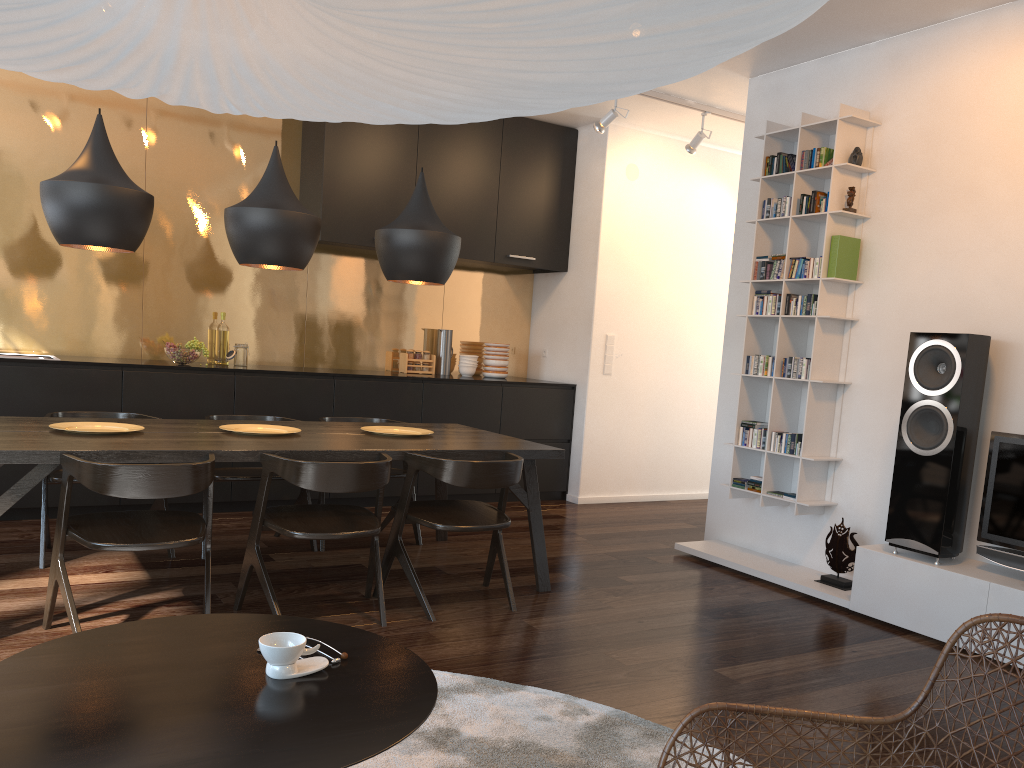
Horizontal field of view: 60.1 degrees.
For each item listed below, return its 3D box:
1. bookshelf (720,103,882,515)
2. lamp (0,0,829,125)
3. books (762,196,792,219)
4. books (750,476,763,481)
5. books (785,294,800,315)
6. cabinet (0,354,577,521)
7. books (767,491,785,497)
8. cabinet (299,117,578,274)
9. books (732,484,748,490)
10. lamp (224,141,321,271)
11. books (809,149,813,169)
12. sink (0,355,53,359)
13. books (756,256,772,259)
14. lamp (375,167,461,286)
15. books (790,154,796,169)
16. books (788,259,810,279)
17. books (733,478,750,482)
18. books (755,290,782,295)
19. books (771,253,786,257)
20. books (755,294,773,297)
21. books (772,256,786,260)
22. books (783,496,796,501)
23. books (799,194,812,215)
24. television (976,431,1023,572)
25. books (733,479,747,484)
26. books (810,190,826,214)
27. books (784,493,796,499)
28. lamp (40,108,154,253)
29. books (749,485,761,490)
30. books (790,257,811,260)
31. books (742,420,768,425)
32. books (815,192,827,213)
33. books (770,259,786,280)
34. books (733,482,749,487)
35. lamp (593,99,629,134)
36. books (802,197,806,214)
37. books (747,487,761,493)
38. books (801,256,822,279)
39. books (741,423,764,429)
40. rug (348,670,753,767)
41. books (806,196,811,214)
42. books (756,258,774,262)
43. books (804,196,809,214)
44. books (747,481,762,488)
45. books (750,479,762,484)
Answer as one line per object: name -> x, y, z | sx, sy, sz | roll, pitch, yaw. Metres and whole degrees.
bookshelf -> 1.520, -0.364, 4.750 | 0.227, 2.091, 0.634 | 0, 8, -31
lamp -> -0.317, -0.467, 0.894 | 1.468, 0.211, 1.462 | 4, 3, 5
books -> 1.464, -0.943, 4.759 | 0.109, 0.113, 0.220 | 1, 4, -32
books -> 1.371, 0.521, 4.865 | 0.070, 0.014, 0.091 | 2, 3, -32
books -> 1.488, -0.418, 4.698 | 0.074, 0.116, 0.028 | 1, 7, -31
cabinet -> -1.887, 0.331, 5.692 | 5.066, 0.907, 0.727 | 2, 5, -31
books -> 1.455, 0.597, 4.791 | 0.093, 0.012, 0.111 | 2, 3, -32
cabinet -> -0.489, -1.434, 6.368 | 1.956, 1.058, 0.527 | 2, 6, -31
books -> 1.300, 0.577, 4.976 | 0.074, 0.015, 0.098 | 2, 3, -32
lamp -> -1.040, -0.784, 3.863 | 0.409, 0.545, 0.410 | 8, 6, 35
books -> 1.563, -1.150, 4.569 | 0.069, 0.108, 0.012 | 1, 7, -31
sink -> -1.945, -0.142, 5.533 | 3.416, 0.245, 0.478 | 2, 4, -33
books -> 1.395, -0.689, 4.837 | 0.070, 0.014, 0.092 | 3, 3, -26
lamp -> -0.445, -0.757, 4.228 | 0.410, 0.545, 0.409 | 6, 5, 16
books -> 1.500, -1.158, 4.648 | 0.069, 0.099, 0.057 | 1, 7, -31
books -> 1.518, -0.600, 4.647 | 0.096, 0.108, 0.087 | 1, 6, -31
books -> 1.306, 0.540, 4.969 | 0.069, 0.009, 0.106 | 2, 3, -32
books -> 1.415, -0.500, 4.869 | 0.096, 0.022, 0.111 | 2, 3, -32
books -> 1.463, -0.685, 4.731 | 0.093, 0.015, 0.111 | 2, 3, -32
books -> 1.412, -0.484, 4.867 | 0.093, 0.012, 0.111 | 2, 3, -32
books -> 1.453, -0.671, 4.729 | 0.069, 0.018, 0.106 | 2, 3, -32
books -> 1.496, 0.606, 4.682 | 0.070, 0.014, 0.091 | 2, 3, -32
books -> 1.527, -0.928, 4.599 | 0.069, 0.108, 0.023 | 1, 7, -31
television -> 2.246, 0.531, 3.447 | 0.345, 0.605, 0.783 | 3, 4, -13
books -> 1.302, 0.550, 4.974 | 0.070, 0.015, 0.092 | 2, 3, -32
books -> 1.568, -0.928, 4.539 | 0.074, 0.116, 0.028 | 1, 7, -31
books -> 1.496, 0.592, 4.676 | 0.070, 0.014, 0.092 | 3, 3, -26
lamp -> -1.635, -0.810, 3.498 | 0.411, 0.545, 0.408 | 4, 5, 2
books -> 1.366, 0.572, 4.870 | 0.070, 0.014, 0.091 | 2, 3, -32
books -> 1.520, -0.657, 4.631 | 0.069, 0.008, 0.106 | 2, 3, -32
books -> 1.359, 0.217, 4.946 | 0.093, 0.012, 0.111 | 2, 3, -32
books -> 1.581, -0.922, 4.520 | 0.069, 0.108, 0.016 | 1, 7, -31
books -> 1.461, -0.609, 4.746 | 0.096, 0.108, 0.113 | 1, 5, -32
books -> 1.302, 0.563, 4.975 | 0.070, 0.014, 0.091 | 2, 3, -32
lamp -> 0.631, -1.692, 5.524 | 0.249, 0.242, 0.085 | 7, 7, 34
books -> 1.539, -0.920, 4.587 | 0.070, 0.093, 0.013 | 1, 7, -31
books -> 1.363, 0.587, 4.880 | 0.069, 0.016, 0.106 | 2, 3, -32
books -> 1.584, -0.595, 4.559 | 0.122, 0.113, 0.136 | 1, 5, -32
books -> 1.343, 0.234, 4.940 | 0.069, 0.023, 0.106 | 2, 3, -32
rug -> -0.448, 1.046, 1.674 | 2.823, 0.012, 2.834 | 6, 3, 38
books -> 1.553, -0.918, 4.560 | 0.070, 0.094, 0.020 | 1, 7, -31
books -> 1.395, -0.675, 4.843 | 0.070, 0.014, 0.091 | 2, 3, -32
books -> 1.545, -0.918, 4.575 | 0.070, 0.093, 0.013 | 1, 7, -31
books -> 1.362, 0.554, 4.873 | 0.069, 0.023, 0.106 | 2, 3, -32
books -> 1.369, 0.535, 4.866 | 0.070, 0.014, 0.091 | 2, 3, -32
